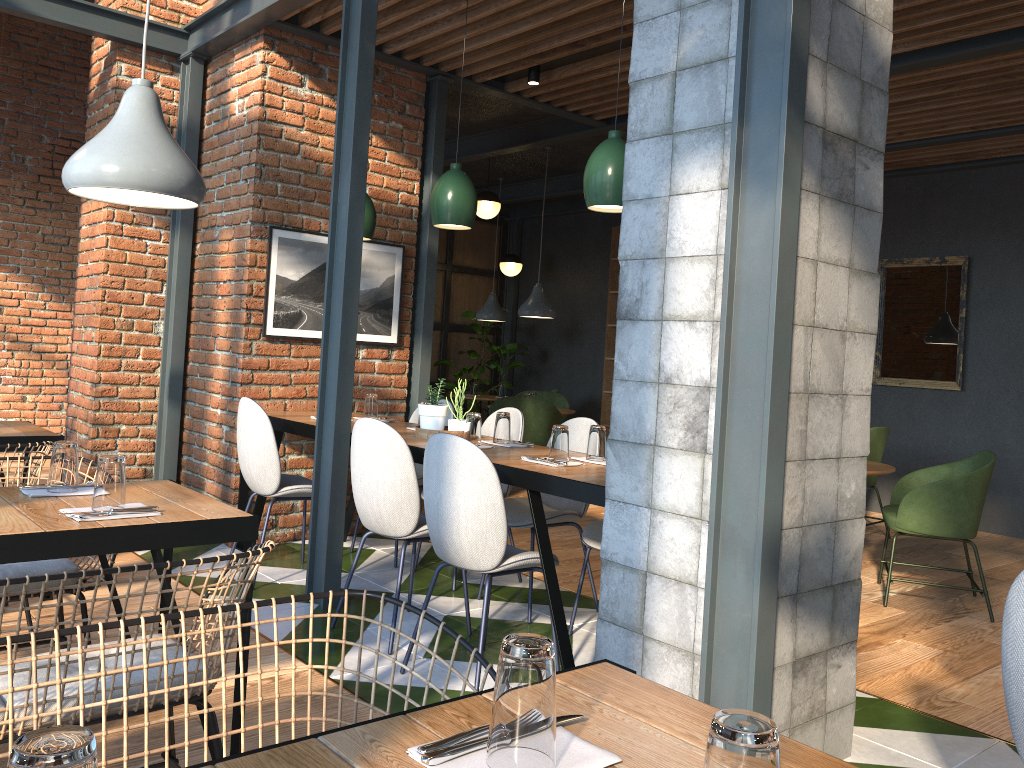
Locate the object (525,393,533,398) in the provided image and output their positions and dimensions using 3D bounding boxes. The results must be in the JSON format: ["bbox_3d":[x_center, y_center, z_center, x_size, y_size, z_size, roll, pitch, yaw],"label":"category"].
[{"bbox_3d":[0.151,0.149,7.993,0.080,0.138,0.080,4,0,-3],"label":"object"}]

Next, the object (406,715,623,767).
[{"bbox_3d":[0.012,0.424,1.034,0.242,0.019,0.158,2,2,-39],"label":"object"}]

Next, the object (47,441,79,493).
[{"bbox_3d":[-1.256,0.231,2.485,0.080,0.138,0.080,3,0,24],"label":"object"}]

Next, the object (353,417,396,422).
[{"bbox_3d":[-0.739,0.190,4.814,0.157,0.019,0.243,2,3,-40],"label":"object"}]

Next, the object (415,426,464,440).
[{"bbox_3d":[-0.319,0.227,4.087,0.253,0.046,0.251,4,2,23],"label":"object"}]

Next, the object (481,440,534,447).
[{"bbox_3d":[-0.015,0.263,3.963,0.157,0.019,0.243,2,3,-40],"label":"object"}]

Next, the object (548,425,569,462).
[{"bbox_3d":[0.183,0.228,3.406,0.080,0.138,0.080,3,0,13],"label":"object"}]

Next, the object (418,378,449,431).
[{"bbox_3d":[-0.363,0.107,4.104,0.146,0.276,0.145,3,0,30],"label":"object"}]

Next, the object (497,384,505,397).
[{"bbox_3d":[-0.118,0.074,9.732,0.080,0.138,0.080,4,0,-33],"label":"object"}]

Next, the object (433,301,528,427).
[{"bbox_3d":[-0.324,-0.101,10.543,1.055,1.796,0.722,4,0,-30],"label":"object"}]

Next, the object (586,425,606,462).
[{"bbox_3d":[0.338,0.234,3.520,0.080,0.138,0.080,4,0,-17],"label":"object"}]

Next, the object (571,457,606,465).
[{"bbox_3d":[0.365,0.302,3.518,0.157,0.019,0.243,2,3,-40],"label":"object"}]

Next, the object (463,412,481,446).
[{"bbox_3d":[-0.168,0.193,3.800,0.080,0.138,0.080,4,0,-17],"label":"object"}]

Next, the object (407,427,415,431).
[{"bbox_3d":[-0.397,0.225,4.384,0.157,0.019,0.243,2,3,-40],"label":"object"}]

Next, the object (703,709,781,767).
[{"bbox_3d":[0.210,0.378,0.813,0.080,0.138,0.080,4,0,-19],"label":"object"}]

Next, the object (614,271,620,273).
[{"bbox_3d":[1.407,-1.210,9.990,0.537,0.329,0.174,4,0,29],"label":"object"}]

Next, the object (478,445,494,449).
[{"bbox_3d":[-0.203,0.257,3.800,0.157,0.019,0.243,2,3,-40],"label":"object"}]

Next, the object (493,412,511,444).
[{"bbox_3d":[-0.042,0.195,3.965,0.080,0.138,0.080,3,0,13],"label":"object"}]

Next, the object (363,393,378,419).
[{"bbox_3d":[-0.767,0.122,4.816,0.080,0.138,0.080,3,0,23],"label":"object"}]

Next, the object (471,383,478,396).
[{"bbox_3d":[-0.405,0.056,9.738,0.080,0.138,0.080,3,0,27],"label":"object"}]

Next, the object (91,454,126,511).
[{"bbox_3d":[-1.029,0.252,2.269,0.080,0.138,0.080,4,0,-39],"label":"object"}]

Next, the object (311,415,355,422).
[{"bbox_3d":[-0.956,0.181,4.686,0.157,0.019,0.243,2,3,-42],"label":"object"}]

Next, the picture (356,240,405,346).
[{"bbox_3d":[-0.859,-0.561,5.440,0.429,0.631,0.015,3,-1,-41],"label":"picture"}]

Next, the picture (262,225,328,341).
[{"bbox_3d":[-1.223,-0.573,5.127,0.429,0.631,0.015,3,-1,-41],"label":"picture"}]

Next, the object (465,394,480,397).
[{"bbox_3d":[-0.432,0.120,9.751,0.157,0.019,0.243,4,2,4],"label":"object"}]

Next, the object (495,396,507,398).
[{"bbox_3d":[-0.100,0.142,9.708,0.157,0.019,0.243,4,2,4],"label":"object"}]

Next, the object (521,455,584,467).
[{"bbox_3d":[0.148,0.292,3.406,0.157,0.019,0.243,2,3,-40],"label":"object"}]

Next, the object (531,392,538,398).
[{"bbox_3d":[0.206,0.143,8.276,0.080,0.138,0.080,4,0,-3],"label":"object"}]

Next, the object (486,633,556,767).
[{"bbox_3d":[0.014,0.359,1.003,0.080,0.138,0.080,3,0,24],"label":"object"}]

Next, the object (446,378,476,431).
[{"bbox_3d":[-0.244,0.113,4.063,0.128,0.282,0.115,3,-1,45],"label":"object"}]

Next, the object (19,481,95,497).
[{"bbox_3d":[-1.258,0.296,2.516,0.242,0.019,0.158,2,2,-39],"label":"object"}]

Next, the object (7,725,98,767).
[{"bbox_3d":[-0.362,0.347,0.692,0.080,0.138,0.080,3,0,23],"label":"object"}]

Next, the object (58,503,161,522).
[{"bbox_3d":[-1.027,0.319,2.243,0.242,0.019,0.158,2,3,-42],"label":"object"}]

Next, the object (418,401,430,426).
[{"bbox_3d":[-0.425,0.158,4.386,0.080,0.138,0.080,3,0,23],"label":"object"}]
